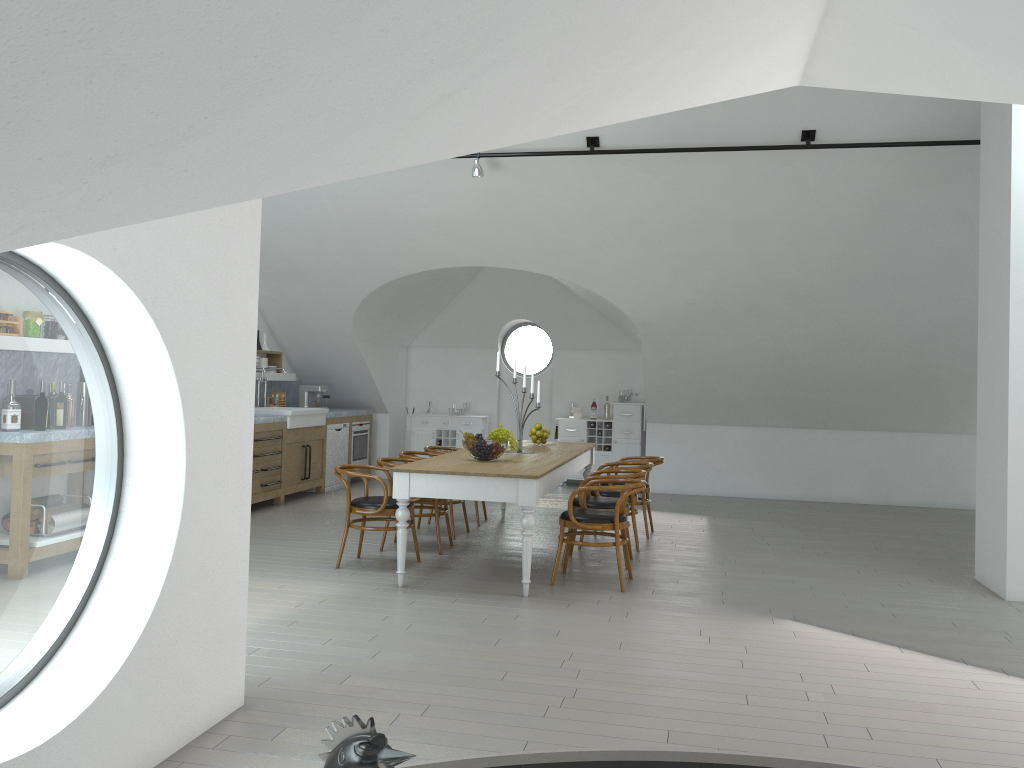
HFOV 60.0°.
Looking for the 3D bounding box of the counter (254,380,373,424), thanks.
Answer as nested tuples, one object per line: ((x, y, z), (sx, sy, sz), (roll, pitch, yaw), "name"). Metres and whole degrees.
((-3.021, 0.081, 9.195), (0.961, 0.620, 6.571), (2, 0, 12), "counter")

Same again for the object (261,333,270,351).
((-3.034, -0.514, 10.864), (0.156, 0.218, 0.156), (2, -1, -7), "object")

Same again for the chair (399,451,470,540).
((-0.732, 0.994, 8.070), (0.621, 0.735, 0.527), (1, -1, 15), "chair")

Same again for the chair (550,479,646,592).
((0.626, 1.036, 6.245), (0.621, 0.735, 0.527), (1, -1, 15), "chair")

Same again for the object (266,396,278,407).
((-2.973, 0.240, 10.946), (0.100, 0.171, 0.173), (1, -1, 14), "object")

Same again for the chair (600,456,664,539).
((1.118, 1.045, 8.365), (0.621, 0.735, 0.527), (1, -1, 15), "chair")

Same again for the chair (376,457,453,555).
((-0.824, 0.993, 7.345), (0.621, 0.735, 0.527), (1, -1, 9), "chair")

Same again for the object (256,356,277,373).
((-3.047, -0.234, 10.712), (0.198, 0.196, 0.656), (1, 0, 11), "object")

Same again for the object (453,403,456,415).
((-0.806, 0.359, 12.431), (0.048, 0.169, 0.048), (2, -1, -1), "object")

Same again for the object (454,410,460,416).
((-0.765, 0.402, 12.379), (0.077, 0.085, 0.077), (2, -1, -1), "object")

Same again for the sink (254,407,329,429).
((-2.647, 0.383, 10.180), (0.727, 0.202, 1.020), (2, 0, 12), "sink")

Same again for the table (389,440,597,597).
((0.012, 0.981, 7.442), (1.018, 0.799, 3.347), (1, 0, 12), "table")

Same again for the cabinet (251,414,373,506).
((-3.037, 0.902, 9.095), (1.004, 1.022, 6.424), (1, 0, 12), "cabinet")

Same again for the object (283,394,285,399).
((-2.892, 0.223, 11.191), (0.040, 0.192, 0.042), (2, -2, -28), "object")

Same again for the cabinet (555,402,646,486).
((1.221, 0.825, 12.196), (1.242, 1.155, 0.609), (1, -1, 12), "cabinet")

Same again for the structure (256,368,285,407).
((-2.856, 0.075, 10.522), (0.332, 0.530, 0.214), (2, -1, -8), "structure")

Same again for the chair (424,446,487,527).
((-0.573, 0.997, 8.775), (0.621, 0.735, 0.527), (1, -1, 9), "chair")

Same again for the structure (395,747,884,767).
((0.651, 1.759, 1.131), (4.706, 0.694, 4.709), (2, 0, -33), "structure")

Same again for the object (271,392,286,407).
((-2.937, 0.215, 11.166), (0.104, 0.223, 0.200), (1, -1, 12), "object")

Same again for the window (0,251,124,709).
((-1.666, 0.300, 2.637), (0.104, 1.471, 1.469), (1, -1, 12), "window")

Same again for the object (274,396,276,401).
((-2.931, 0.235, 10.960), (0.019, 0.179, 0.044), (2, -2, -23), "object")

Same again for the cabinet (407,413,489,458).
((-0.901, 0.833, 12.449), (1.135, 0.790, 0.496), (2, -1, 12), "cabinet")

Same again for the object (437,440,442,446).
((-0.990, 0.822, 12.371), (0.082, 0.085, 0.317), (1, 0, 13), "object")

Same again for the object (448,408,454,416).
((-0.849, 0.389, 12.361), (0.082, 0.105, 0.081), (1, -1, 25), "object")

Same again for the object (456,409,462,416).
((-0.742, 0.398, 12.469), (0.094, 0.093, 0.093), (2, -1, 0), "object")

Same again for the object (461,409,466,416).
((-0.684, 0.397, 12.398), (0.071, 0.099, 0.071), (1, -1, 35), "object")

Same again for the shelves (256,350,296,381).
((-3.321, -0.729, 8.765), (0.480, 1.362, 5.547), (1, 0, 6), "shelves")

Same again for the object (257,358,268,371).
((-3.023, -0.236, 10.708), (0.154, 0.160, 0.157), (1, -1, 40), "object")

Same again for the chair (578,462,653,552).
((0.902, 1.040, 7.673), (0.621, 0.735, 0.527), (1, -1, 7), "chair")

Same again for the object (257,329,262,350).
((-3.070, -0.539, 10.643), (0.156, 0.268, 0.156), (1, -1, 16), "object")

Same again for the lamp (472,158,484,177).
((-0.316, -2.009, 8.250), (0.112, 0.175, 0.114), (2, -1, -25), "lamp")

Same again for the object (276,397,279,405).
((-2.919, 0.236, 10.997), (0.044, 0.179, 0.019), (2, -2, -3), "object")

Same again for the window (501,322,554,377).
((0.243, -0.496, 12.928), (0.900, 0.900, 0.060), (1, -2, 12), "window")

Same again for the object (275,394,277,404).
((-2.932, 0.226, 10.987), (0.023, 0.196, 0.018), (1, -2, 7), "object")

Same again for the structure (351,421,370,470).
((-2.292, 0.806, 11.813), (0.631, 0.637, 0.632), (1, -1, 12), "structure")

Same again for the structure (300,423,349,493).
((-2.455, 0.898, 11.072), (0.598, 0.823, 0.723), (1, -1, 12), "structure")

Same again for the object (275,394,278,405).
((-2.914, 0.223, 10.984), (0.040, 0.192, 0.042), (3, -2, -42), "object")

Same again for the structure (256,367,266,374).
((-2.957, 0.073, 10.044), (0.332, 0.530, 0.214), (2, -1, -8), "structure")

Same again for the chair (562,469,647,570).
((0.736, 1.037, 6.964), (0.621, 0.735, 0.527), (1, -1, 12), "chair")

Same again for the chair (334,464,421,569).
((-1.032, 0.989, 6.649), (0.621, 0.735, 0.527), (1, -1, 12), "chair")

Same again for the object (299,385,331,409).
((-2.532, 0.183, 11.550), (0.386, 0.320, 0.324), (1, -1, 12), "object")
